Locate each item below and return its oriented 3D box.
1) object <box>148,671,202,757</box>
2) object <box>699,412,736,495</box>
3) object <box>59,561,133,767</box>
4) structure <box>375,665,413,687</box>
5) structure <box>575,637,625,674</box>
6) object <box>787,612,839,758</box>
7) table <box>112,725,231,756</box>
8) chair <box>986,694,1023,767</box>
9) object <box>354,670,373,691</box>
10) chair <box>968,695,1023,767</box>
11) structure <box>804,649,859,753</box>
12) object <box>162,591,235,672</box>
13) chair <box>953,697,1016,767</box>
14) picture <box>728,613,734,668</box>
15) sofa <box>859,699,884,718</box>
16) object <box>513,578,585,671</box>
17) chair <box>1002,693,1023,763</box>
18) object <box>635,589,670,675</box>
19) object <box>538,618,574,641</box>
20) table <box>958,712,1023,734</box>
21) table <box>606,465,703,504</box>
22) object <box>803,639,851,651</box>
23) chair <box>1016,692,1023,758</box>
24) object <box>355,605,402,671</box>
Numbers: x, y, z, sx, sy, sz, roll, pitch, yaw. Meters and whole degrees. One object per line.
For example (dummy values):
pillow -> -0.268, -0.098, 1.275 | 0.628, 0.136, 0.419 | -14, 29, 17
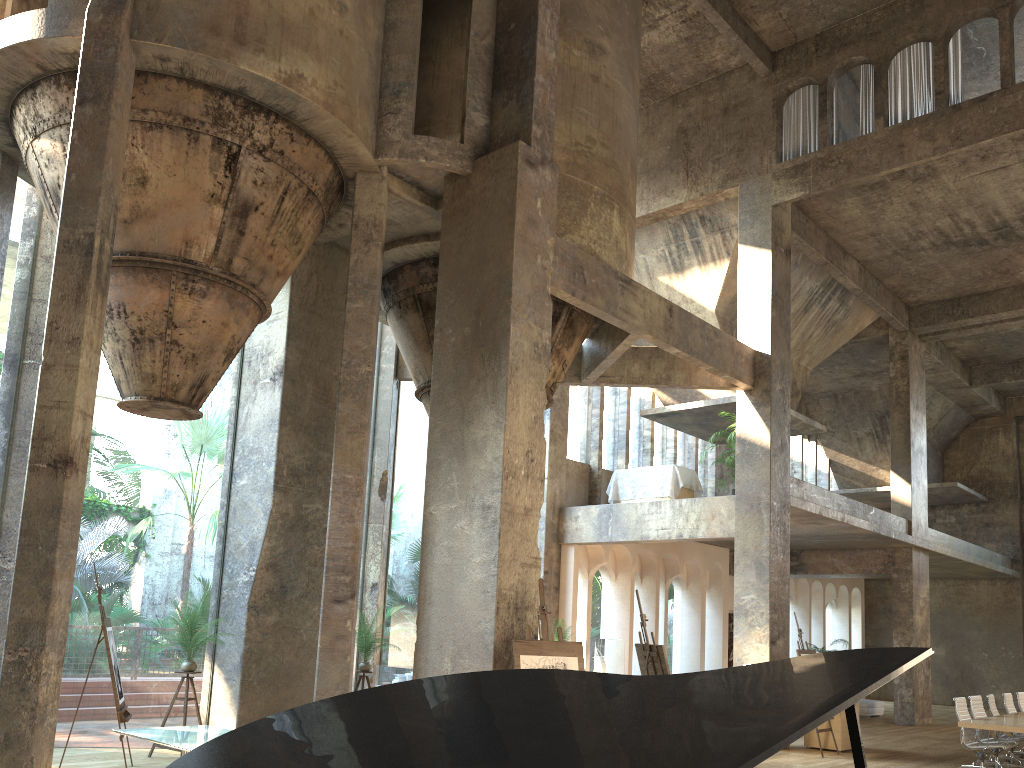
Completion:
object -> -3.659, 3.773, 10.025 | 0.662, 0.951, 0.581 | -5, -13, 36
object -> 4.165, 1.251, 15.736 | 1.375, 1.768, 1.416 | 13, -15, -41
object -> -4.176, 2.912, 9.061 | 0.687, 2.099, 0.713 | 6, -10, -18
structure -> -1.476, 4.624, 12.758 | 0.741, 0.992, 0.755 | -7, -15, 41
structure -> 1.576, 5.408, 15.980 | 0.598, 1.513, 0.755 | -6, -13, 42
object -> 4.544, 4.559, 13.414 | 0.689, 2.099, 0.712 | -5, -12, 41
table -> -2.633, 3.371, 7.655 | 1.888, 0.533, 0.956 | -11, -19, 41
chair -> 7.231, 5.022, 12.676 | 0.704, 1.002, 0.676 | -7, -14, 41
object -> -2.044, 4.383, 11.921 | 0.660, 0.951, 0.583 | 5, -11, -11
chair -> 6.667, 4.817, 12.042 | 0.674, 1.002, 0.707 | 11, -14, -38
structure -> 5.109, 5.038, 14.043 | 0.598, 1.513, 0.755 | -6, -13, 42
object -> -3.588, 2.840, 10.104 | 0.865, 0.919, 0.699 | 9, -13, -26
chair -> 6.118, 4.606, 11.385 | 0.674, 1.002, 0.706 | 12, -14, -41
picture -> 5.846, 6.757, 22.396 | 0.070, 1.732, 1.527 | -5, -14, 41
sofa -> 7.900, 7.694, 21.550 | 2.086, 0.704, 1.089 | -10, -19, 41
object -> 0.328, 2.814, 7.926 | 0.705, 2.099, 0.695 | 6, -10, -21
chair -> 7.856, 5.243, 13.356 | 0.674, 1.002, 0.706 | 12, -14, -41
object -> 1.507, 3.280, 9.382 | 0.687, 2.099, 0.714 | 5, -10, -15
object -> 0.814, 4.749, 16.145 | 0.691, 0.918, 0.876 | -4, -14, 32
table -> 8.679, 5.359, 13.156 | 1.615, 0.741, 7.840 | -10, -20, 40
table -> 2.746, 2.052, 17.024 | 1.765, 0.783, 1.133 | -10, -19, 41
object -> 8.191, 7.615, 23.208 | 1.375, 1.772, 1.416 | 13, -15, -41
chair -> 8.445, 5.453, 14.000 | 0.674, 1.002, 0.707 | 11, -14, -38
object -> -1.935, 3.423, 11.895 | 0.867, 0.919, 0.698 | -9, -16, 44
